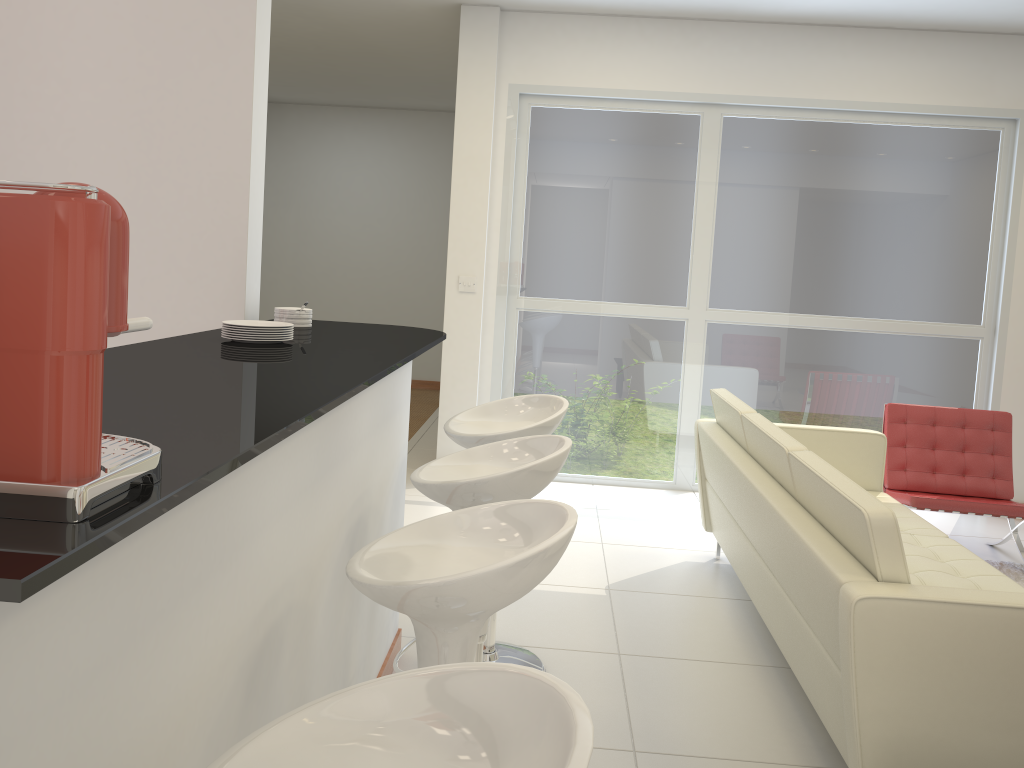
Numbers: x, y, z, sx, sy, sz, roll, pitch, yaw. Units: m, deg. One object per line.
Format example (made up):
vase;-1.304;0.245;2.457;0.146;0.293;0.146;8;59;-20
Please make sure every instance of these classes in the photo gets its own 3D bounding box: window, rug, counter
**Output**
window;1.609;-0.575;6.047;3.433;2.702;0.122;4;4;3
rug;2.517;1.201;3.308;2.443;0.004;3.346;4;8;4
counter;-0.678;-0.050;2.199;0.735;0.019;2.981;4;8;3

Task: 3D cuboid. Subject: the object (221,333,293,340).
object;-0.771;-0.143;2.685;0.210;0.015;0.211;-4;10;-43

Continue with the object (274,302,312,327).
object;-0.823;-0.267;3.322;0.140;0.097;0.174;3;7;-5

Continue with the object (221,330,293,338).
object;-0.771;-0.150;2.685;0.210;0.015;0.211;-4;10;-43

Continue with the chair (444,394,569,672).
chair;-0.059;0.552;3.216;0.464;1.016;0.459;3;5;-11

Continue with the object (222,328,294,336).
object;-0.770;-0.157;2.684;0.210;0.015;0.211;-4;10;-43

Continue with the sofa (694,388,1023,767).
sofa;1.377;0.652;3.426;1.001;0.918;2.579;4;7;3

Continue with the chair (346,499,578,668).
chair;-0.135;0.742;1.757;0.465;1.016;0.459;5;5;14

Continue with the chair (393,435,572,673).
chair;-0.096;0.648;2.485;0.465;1.016;0.459;5;5;14

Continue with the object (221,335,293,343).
object;-0.772;-0.136;2.686;0.210;0.015;0.211;-4;10;-43

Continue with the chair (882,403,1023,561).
chair;2.500;0.573;4.967;0.700;0.813;0.710;4;6;8

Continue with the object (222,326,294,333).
object;-0.770;-0.164;2.684;0.210;0.015;0.211;-4;10;-43

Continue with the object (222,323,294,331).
object;-0.770;-0.171;2.683;0.210;0.015;0.211;-4;10;-43

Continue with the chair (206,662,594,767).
chair;-0.177;0.845;0.966;0.465;1.016;0.459;5;5;14

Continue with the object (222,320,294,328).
object;-0.769;-0.177;2.683;0.210;0.015;0.211;-4;10;-43

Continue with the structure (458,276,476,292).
structure;-0.303;-0.675;5.983;0.114;0.104;0.013;4;4;3

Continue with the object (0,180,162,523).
object;-0.559;-0.063;1.011;0.321;0.335;0.322;4;6;3
